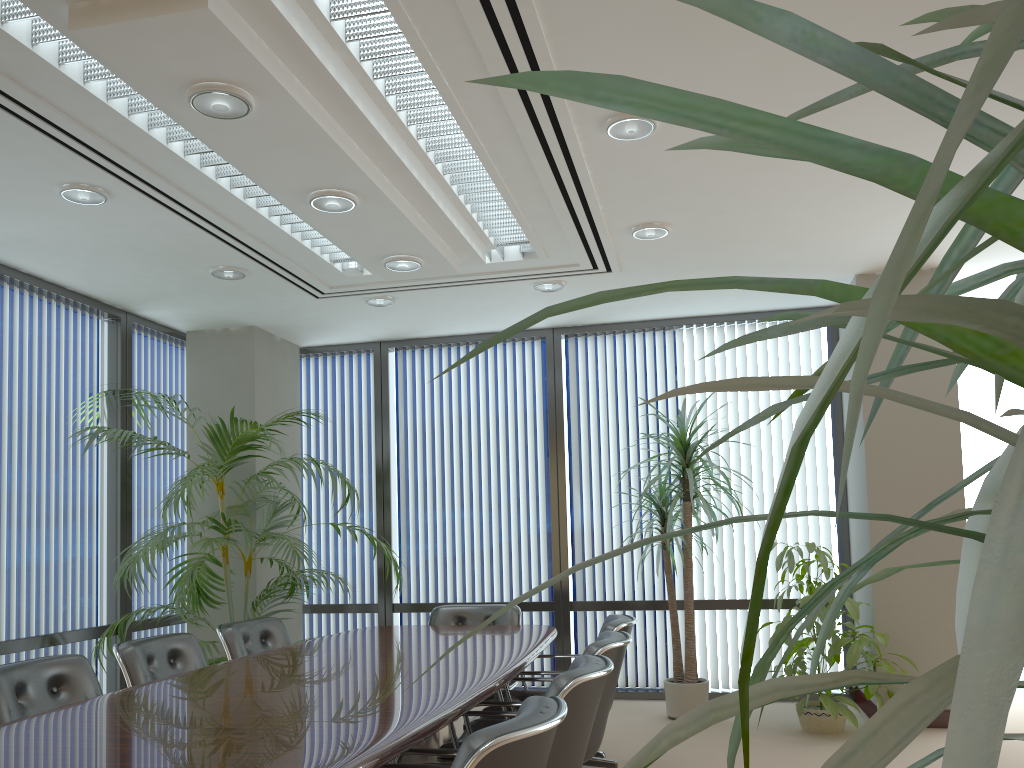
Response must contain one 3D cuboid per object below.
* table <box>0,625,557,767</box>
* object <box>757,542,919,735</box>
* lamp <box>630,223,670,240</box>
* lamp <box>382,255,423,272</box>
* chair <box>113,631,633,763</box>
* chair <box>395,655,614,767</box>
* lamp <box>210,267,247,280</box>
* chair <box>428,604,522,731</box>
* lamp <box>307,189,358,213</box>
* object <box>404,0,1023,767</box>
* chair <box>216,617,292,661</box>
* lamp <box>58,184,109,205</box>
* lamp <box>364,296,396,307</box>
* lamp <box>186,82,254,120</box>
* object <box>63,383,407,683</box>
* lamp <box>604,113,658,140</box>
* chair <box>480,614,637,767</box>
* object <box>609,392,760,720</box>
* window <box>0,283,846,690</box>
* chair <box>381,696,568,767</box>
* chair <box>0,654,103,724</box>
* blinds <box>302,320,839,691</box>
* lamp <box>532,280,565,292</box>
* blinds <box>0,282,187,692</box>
[{"bbox_3d":[-0.750,1.627,3.826,1.508,0.742,4.114,-3,-10,12],"label":"table"},{"bbox_3d":[2.084,1.689,5.791,0.979,1.301,0.865,0,-6,-17],"label":"object"},{"bbox_3d":[0.789,-0.864,5.030,0.226,0.035,0.226,-9,-12,36],"label":"lamp"},{"bbox_3d":[-0.605,-0.662,4.895,0.226,0.035,0.226,-9,-12,36],"label":"lamp"},{"bbox_3d":[-0.679,1.640,4.219,2.529,0.851,0.766,-4,-7,12],"label":"chair"},{"bbox_3d":[-0.042,1.447,3.214,0.853,0.851,0.766,-3,-7,12],"label":"chair"},{"bbox_3d":[-1.796,-0.696,5.590,0.226,0.035,0.226,-9,-12,36],"label":"lamp"},{"bbox_3d":[-0.294,1.899,5.771,0.759,0.851,0.861,-3,-7,12],"label":"chair"},{"bbox_3d":[-0.807,-0.817,3.974,0.226,0.035,0.226,-9,-12,36],"label":"lamp"},{"bbox_3d":[0.387,0.238,0.245,0.805,1.817,0.824,0,-5,-13],"label":"object"},{"bbox_3d":[-1.274,1.829,5.213,0.854,0.851,0.766,-4,-7,17],"label":"chair"},{"bbox_3d":[-2.082,-0.915,4.286,0.226,0.035,0.226,-9,-12,36],"label":"lamp"},{"bbox_3d":[-0.948,-0.590,6.333,0.226,0.035,0.227,-6,-11,22],"label":"lamp"},{"bbox_3d":[-1.009,-0.971,3.053,0.226,0.035,0.227,-7,-11,29],"label":"lamp"},{"bbox_3d":[-2.001,1.196,6.159,2.097,2.457,2.180,-6,-8,33],"label":"object"},{"bbox_3d":[0.503,-1.083,3.727,0.226,0.035,0.226,-9,-12,36],"label":"lamp"},{"bbox_3d":[0.276,1.724,4.854,0.853,0.851,0.742,-2,-7,7],"label":"chair"},{"bbox_3d":[1.248,1.228,6.312,1.017,2.294,1.041,0,-5,-13],"label":"object"},{"bbox_3d":[-1.507,0.954,6.437,7.388,2.886,3.564,4,-9,-32],"label":"window"},{"bbox_3d":[-0.274,1.306,2.364,0.858,0.851,0.760,-4,-7,16],"label":"chair"},{"bbox_3d":[-1.677,1.554,3.568,0.853,0.851,0.766,-3,-7,12],"label":"chair"},{"bbox_3d":[0.070,1.071,7.402,4.933,2.886,0.051,-3,-4,12],"label":"blinds"},{"bbox_3d":[0.253,-0.668,6.073,0.225,0.035,0.228,-2,-10,2],"label":"lamp"},{"bbox_3d":[-3.099,0.809,5.392,0.032,2.878,4.947,-2,-8,12],"label":"blinds"}]
